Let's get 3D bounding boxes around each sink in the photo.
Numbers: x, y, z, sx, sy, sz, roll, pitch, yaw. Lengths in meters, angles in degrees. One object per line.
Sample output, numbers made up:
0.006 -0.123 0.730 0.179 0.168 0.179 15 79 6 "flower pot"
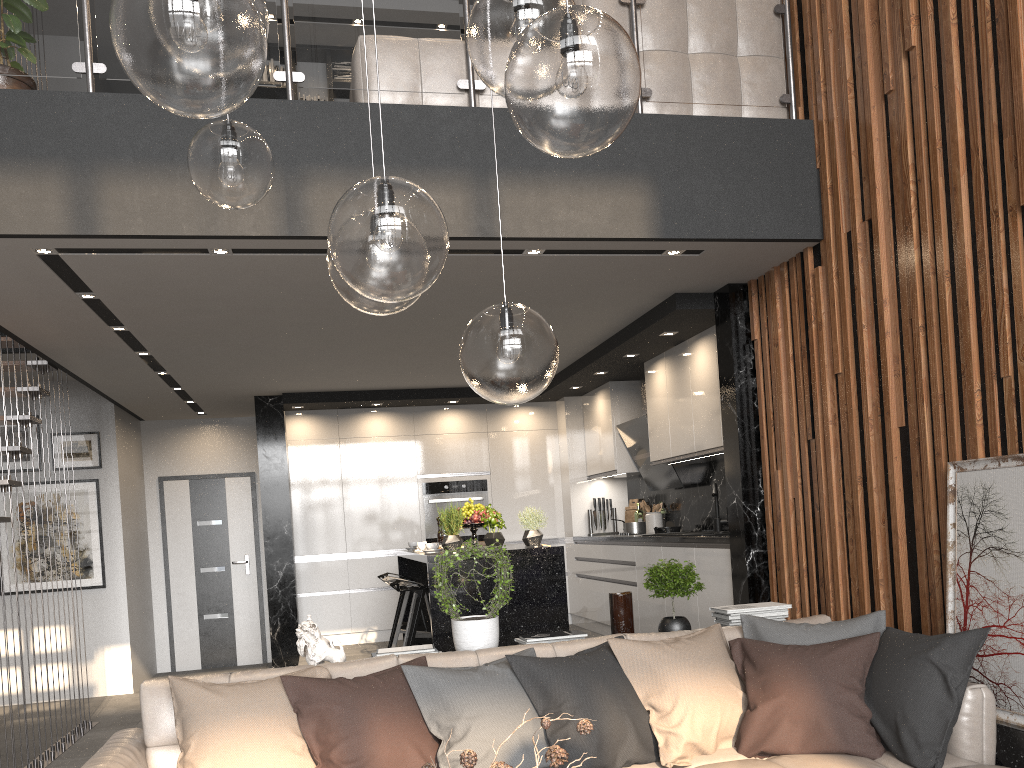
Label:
1.402 1.015 6.543 0.497 0.543 1.126 -3 -7 -13 "sink"

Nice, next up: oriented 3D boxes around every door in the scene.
-3.168 1.996 9.294 0.972 2.075 0.170 -3 0 -12 "door"

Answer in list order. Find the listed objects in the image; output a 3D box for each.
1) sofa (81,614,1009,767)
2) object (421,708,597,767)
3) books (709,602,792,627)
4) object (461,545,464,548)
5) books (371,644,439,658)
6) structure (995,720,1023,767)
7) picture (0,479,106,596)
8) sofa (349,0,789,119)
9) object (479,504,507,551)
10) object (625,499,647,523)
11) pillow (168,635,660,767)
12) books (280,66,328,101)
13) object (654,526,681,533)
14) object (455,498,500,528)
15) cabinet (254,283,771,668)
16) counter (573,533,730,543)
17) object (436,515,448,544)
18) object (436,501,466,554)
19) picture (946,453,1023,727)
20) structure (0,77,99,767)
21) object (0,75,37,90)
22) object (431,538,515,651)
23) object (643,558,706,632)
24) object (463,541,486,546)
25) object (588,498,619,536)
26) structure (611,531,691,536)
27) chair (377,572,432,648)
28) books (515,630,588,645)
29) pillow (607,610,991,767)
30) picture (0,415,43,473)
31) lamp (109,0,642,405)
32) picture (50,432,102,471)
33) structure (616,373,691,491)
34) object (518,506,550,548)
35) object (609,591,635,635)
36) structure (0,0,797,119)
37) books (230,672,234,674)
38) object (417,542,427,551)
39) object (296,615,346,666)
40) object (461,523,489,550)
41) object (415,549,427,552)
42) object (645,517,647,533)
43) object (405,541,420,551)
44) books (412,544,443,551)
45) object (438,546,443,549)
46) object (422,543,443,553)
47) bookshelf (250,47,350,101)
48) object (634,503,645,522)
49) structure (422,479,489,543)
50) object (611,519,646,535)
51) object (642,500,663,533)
0.208 1.356 2.872 3.237 0.814 1.899 -2 -8 -12 "sofa"
-0.014 0.956 1.781 0.541 0.600 0.320 0 -4 -42 "object"
1.149 1.143 4.210 0.332 0.150 0.202 -2 -6 -12 "books"
-0.418 1.184 6.394 0.131 0.059 0.070 -2 -5 -12 "object"
-0.468 1.232 3.908 0.347 0.099 0.196 -2 -7 -13 "books"
2.422 1.258 2.033 0.666 0.454 6.615 -2 -9 -13 "structure"
-4.139 1.367 7.845 0.870 0.990 0.025 -3 0 -12 "picture"
0.125 -1.471 5.369 2.272 0.777 2.316 -2 -8 -13 "sofa"
-0.126 0.946 5.794 0.179 0.311 0.173 -4 -2 -2 "object"
1.201 1.290 8.558 0.097 0.328 0.405 -4 -5 -13 "object"
-0.275 1.269 3.262 1.937 0.497 0.548 -2 -5 -13 "pillow"
-0.753 -1.861 8.288 3.432 2.324 0.213 -2 0 -12 "books"
1.266 1.226 7.374 0.351 0.060 0.235 2 -10 -34 "object"
-0.270 0.909 6.153 0.346 0.214 0.323 -2 -6 -15 "object"
-0.254 0.815 6.915 3.613 3.222 6.279 -3 -7 -13 "cabinet"
1.272 1.238 7.101 0.609 0.040 3.501 -2 -9 -13 "counter"
-0.549 1.266 7.545 0.150 0.282 0.202 -3 -3 -30 "object"
-0.387 0.929 5.758 0.198 0.367 0.186 -5 -2 32 "object"
1.868 0.757 3.232 0.101 0.994 0.735 -4 -3 -13 "picture"
-3.617 -0.579 5.099 1.176 6.026 3.624 -4 -2 -13 "structure"
-2.299 -1.879 3.955 0.775 1.464 0.529 -4 -1 8 "object"
-0.174 0.981 3.959 0.384 0.574 0.217 -2 -2 -32 "object"
0.767 1.033 4.172 0.312 0.406 0.271 -6 -4 37 "object"
-0.272 1.381 7.591 0.290 0.030 0.406 -2 -9 -13 "object"
0.902 1.319 8.734 0.321 0.372 0.067 -3 0 -12 "object"
1.180 1.291 7.522 0.509 0.060 0.608 -2 -9 -13 "structure"
-0.757 1.823 6.652 0.433 0.731 1.750 -3 -8 -13 "chair"
0.170 1.206 4.045 0.324 0.098 0.207 -2 -8 -12 "books"
1.100 1.216 3.457 1.389 0.545 0.766 -6 -6 18 "pillow"
-4.423 0.535 7.795 0.409 0.504 0.025 -3 0 -12 "picture"
-0.393 -2.475 1.730 1.228 4.980 1.236 -4 0 -16 "lamp"
-3.931 0.605 7.902 0.409 0.333 0.025 -3 0 -12 "picture"
1.219 0.399 7.540 0.413 1.026 0.744 -4 -3 -13 "structure"
0.142 0.956 5.879 0.221 0.283 0.212 -4 -3 0 "object"
0.518 1.111 4.111 0.109 0.267 0.109 -4 -1 -7 "object"
-0.963 -1.340 5.640 4.213 0.735 3.419 -2 -9 -13 "structure"
-1.121 1.266 3.747 0.293 0.054 0.186 -2 -8 -8 "books"
-0.683 1.242 6.685 0.077 0.070 0.084 -7 -6 37 "object"
-0.825 1.143 3.807 0.207 0.289 0.136 -4 -2 7 "object"
-0.265 1.072 6.143 0.371 0.187 0.367 -10 -9 41 "object"
-0.680 1.256 6.637 0.131 0.027 0.027 -10 -7 37 "object"
1.225 1.311 8.178 0.180 0.162 0.276 -3 -7 -13 "object"
-0.817 1.353 7.308 0.155 0.070 0.157 3 -10 -44 "object"
-0.637 1.315 7.048 0.322 0.038 0.174 -2 -9 -13 "books"
-0.560 1.235 6.603 0.074 0.042 0.130 -1 -8 -20 "object"
-0.555 1.146 6.115 0.155 0.070 0.157 3 -10 -44 "object"
-0.752 -1.815 8.297 3.514 2.509 0.249 -2 0 -12 "bookshelf"
1.213 1.264 8.258 0.089 0.282 0.082 -4 -1 -12 "object"
-0.614 1.336 9.051 0.654 0.629 0.658 -3 -5 -13 "structure"
1.045 1.256 7.726 0.199 0.152 0.352 -1 -8 -22 "object"
1.289 1.199 7.937 0.175 0.303 0.159 -3 -2 -9 "object"
